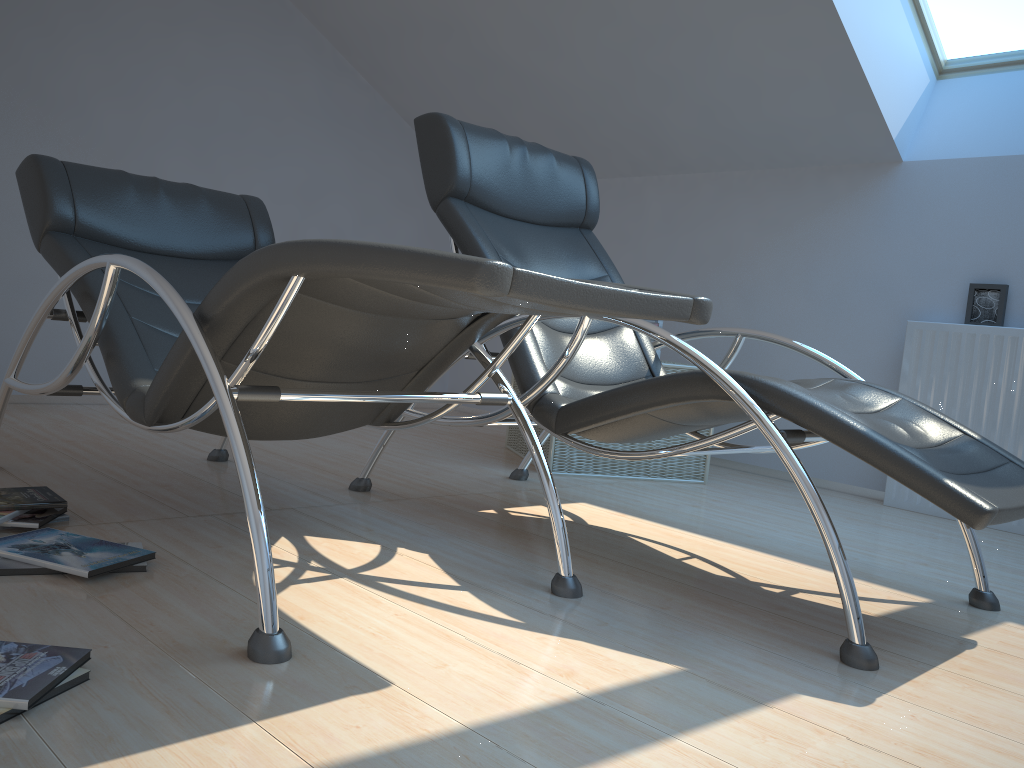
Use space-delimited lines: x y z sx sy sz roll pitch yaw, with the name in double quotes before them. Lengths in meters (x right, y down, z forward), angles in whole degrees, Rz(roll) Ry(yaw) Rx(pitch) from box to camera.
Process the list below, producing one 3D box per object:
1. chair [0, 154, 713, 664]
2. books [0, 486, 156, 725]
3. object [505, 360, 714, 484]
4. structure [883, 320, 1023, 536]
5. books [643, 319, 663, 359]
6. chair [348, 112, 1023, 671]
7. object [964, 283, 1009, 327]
"chair" -0.587 -0.085 2.241 0.836 0.953 2.114 2 5 -45
"books" 0.819 0.489 1.338 4.790 0.222 1.045 7 4 12
"object" 0.437 0.125 4.134 0.745 0.518 0.744 5 4 -15
"structure" 2.143 0.207 3.369 0.120 0.800 1.324 2 5 -45
"books" 0.603 -0.248 4.014 0.149 0.300 0.149 7 4 16
"chair" 0.473 -0.145 2.562 0.836 1.251 1.938 2 5 -45
"object" 2.188 -0.277 3.382 0.030 0.180 0.846 2 5 -45
